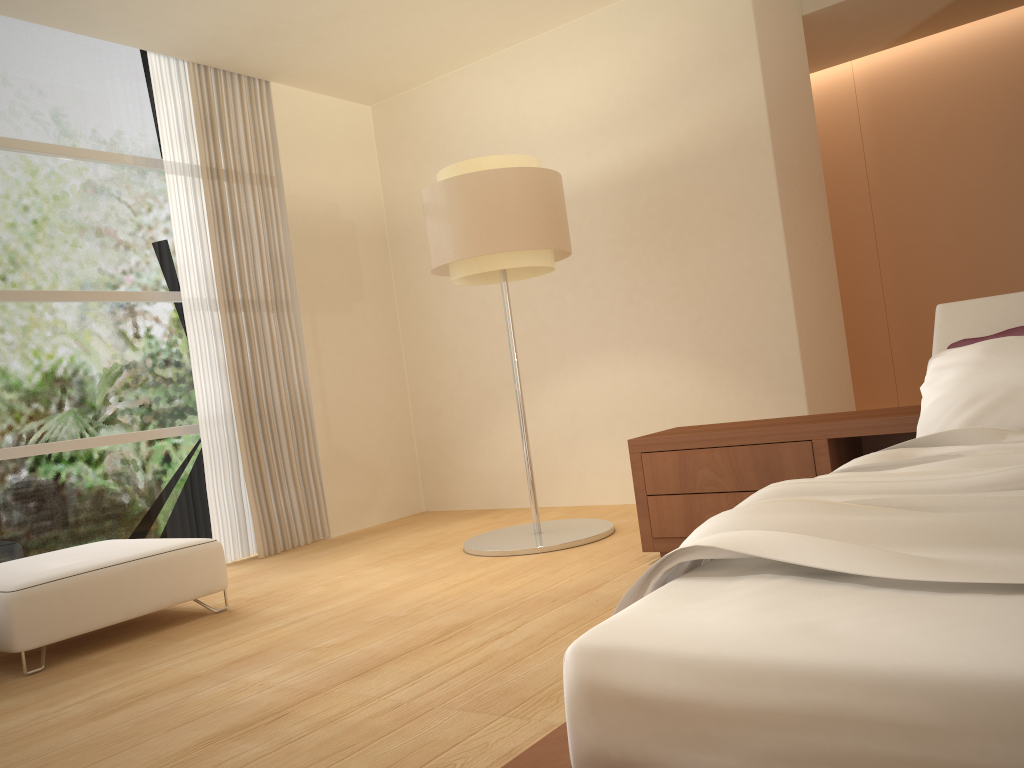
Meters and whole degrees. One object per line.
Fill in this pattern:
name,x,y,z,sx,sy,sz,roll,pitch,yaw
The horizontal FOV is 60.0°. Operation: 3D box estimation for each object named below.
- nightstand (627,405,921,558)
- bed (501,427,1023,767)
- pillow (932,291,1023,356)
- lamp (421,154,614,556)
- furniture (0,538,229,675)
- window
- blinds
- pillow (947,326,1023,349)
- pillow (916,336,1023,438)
nightstand,2.360,0.255,2.774,4.220,0.539,0.493,-8,0,36
bed,1.568,0.339,1.600,2.599,0.570,2.535,-8,0,36
pillow,2.266,-0.163,2.732,1.779,0.457,0.461,-8,0,35
lamp,0.012,-0.161,4.801,0.817,2.018,0.817,-8,0,-11
furniture,-1.941,0.939,3.945,0.964,0.346,0.965,-8,0,36
window,-3.131,-0.423,4.233,0.071,3.371,4.781,-8,0,36
blinds,-1.720,-0.595,5.644,0.202,3.351,0.814,-8,0,35
pillow,2.091,-0.068,2.461,1.683,0.369,0.575,-8,0,36
pillow,1.939,-0.035,2.239,1.720,0.339,0.561,-8,0,36
